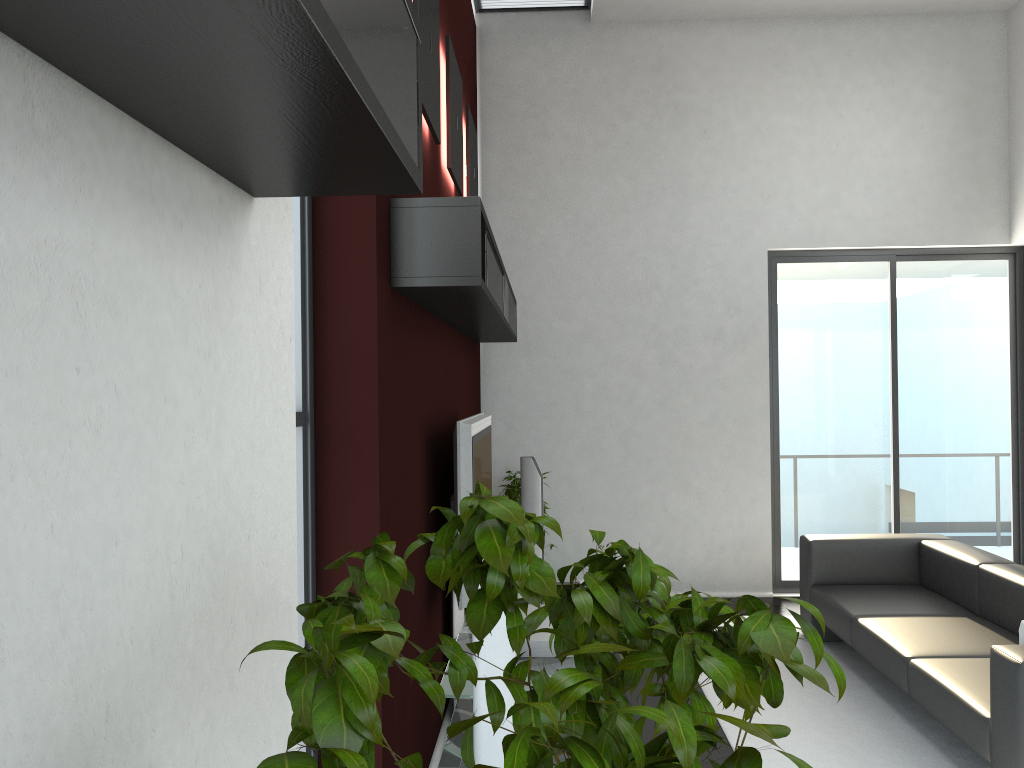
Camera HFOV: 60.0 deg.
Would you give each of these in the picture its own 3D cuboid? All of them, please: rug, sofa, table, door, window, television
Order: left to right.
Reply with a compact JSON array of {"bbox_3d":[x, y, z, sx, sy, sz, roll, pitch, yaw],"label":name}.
[{"bbox_3d":[-0.664,-0.598,2.302,0.025,4.400,0.800,-1,0,2],"label":"window"},{"bbox_3d":[-0.190,0.568,4.509,0.099,0.807,1.436,-1,0,2],"label":"television"},{"bbox_3d":[0.087,1.111,4.520,0.771,1.093,2.046,-1,0,2],"label":"table"},{"bbox_3d":[3.009,0.286,6.979,1.900,2.600,0.050,-1,0,2],"label":"door"},{"bbox_3d":[1.946,1.630,4.427,1.875,0.009,3.695,-1,0,2],"label":"rug"},{"bbox_3d":[2.283,1.283,4.427,0.943,0.652,2.781,-1,0,2],"label":"sofa"}]

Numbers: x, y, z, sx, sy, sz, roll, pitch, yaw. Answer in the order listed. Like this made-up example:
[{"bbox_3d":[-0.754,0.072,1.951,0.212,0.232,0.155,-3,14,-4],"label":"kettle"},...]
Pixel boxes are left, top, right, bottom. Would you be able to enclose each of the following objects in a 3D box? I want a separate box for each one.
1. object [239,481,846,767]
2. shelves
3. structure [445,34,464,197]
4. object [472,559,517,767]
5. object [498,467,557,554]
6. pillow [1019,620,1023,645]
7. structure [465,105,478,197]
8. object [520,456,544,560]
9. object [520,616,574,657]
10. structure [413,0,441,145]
[{"bbox_3d":[0.056,0.879,1.098,0.646,1.515,0.994,-1,0,-6],"label":"object"},{"bbox_3d":[-0.254,-0.478,3.085,0.305,0.301,6.988,-1,0,2],"label":"shelves"},{"bbox_3d":[-0.325,-1.422,4.806,0.055,0.676,0.678,-1,0,2],"label":"structure"},{"bbox_3d":[-0.059,1.056,3.148,0.215,1.141,0.228,-1,0,-13],"label":"object"},{"bbox_3d":[0.080,1.136,6.553,0.507,1.068,0.599,-1,0,-13],"label":"object"},{"bbox_3d":[2.105,1.057,3.384,0.376,0.358,0.186,-1,0,3],"label":"pillow"},{"bbox_3d":[-0.281,-1.416,5.913,0.055,0.676,0.678,-1,0,2],"label":"structure"},{"bbox_3d":[0.143,1.072,6.090,0.215,1.141,0.228,-1,0,17],"label":"object"},{"bbox_3d":[0.175,1.188,4.189,0.273,0.073,0.439,-1,0,2],"label":"object"},{"bbox_3d":[-0.368,-1.428,3.699,0.055,0.676,0.678,-1,0,2],"label":"structure"}]
